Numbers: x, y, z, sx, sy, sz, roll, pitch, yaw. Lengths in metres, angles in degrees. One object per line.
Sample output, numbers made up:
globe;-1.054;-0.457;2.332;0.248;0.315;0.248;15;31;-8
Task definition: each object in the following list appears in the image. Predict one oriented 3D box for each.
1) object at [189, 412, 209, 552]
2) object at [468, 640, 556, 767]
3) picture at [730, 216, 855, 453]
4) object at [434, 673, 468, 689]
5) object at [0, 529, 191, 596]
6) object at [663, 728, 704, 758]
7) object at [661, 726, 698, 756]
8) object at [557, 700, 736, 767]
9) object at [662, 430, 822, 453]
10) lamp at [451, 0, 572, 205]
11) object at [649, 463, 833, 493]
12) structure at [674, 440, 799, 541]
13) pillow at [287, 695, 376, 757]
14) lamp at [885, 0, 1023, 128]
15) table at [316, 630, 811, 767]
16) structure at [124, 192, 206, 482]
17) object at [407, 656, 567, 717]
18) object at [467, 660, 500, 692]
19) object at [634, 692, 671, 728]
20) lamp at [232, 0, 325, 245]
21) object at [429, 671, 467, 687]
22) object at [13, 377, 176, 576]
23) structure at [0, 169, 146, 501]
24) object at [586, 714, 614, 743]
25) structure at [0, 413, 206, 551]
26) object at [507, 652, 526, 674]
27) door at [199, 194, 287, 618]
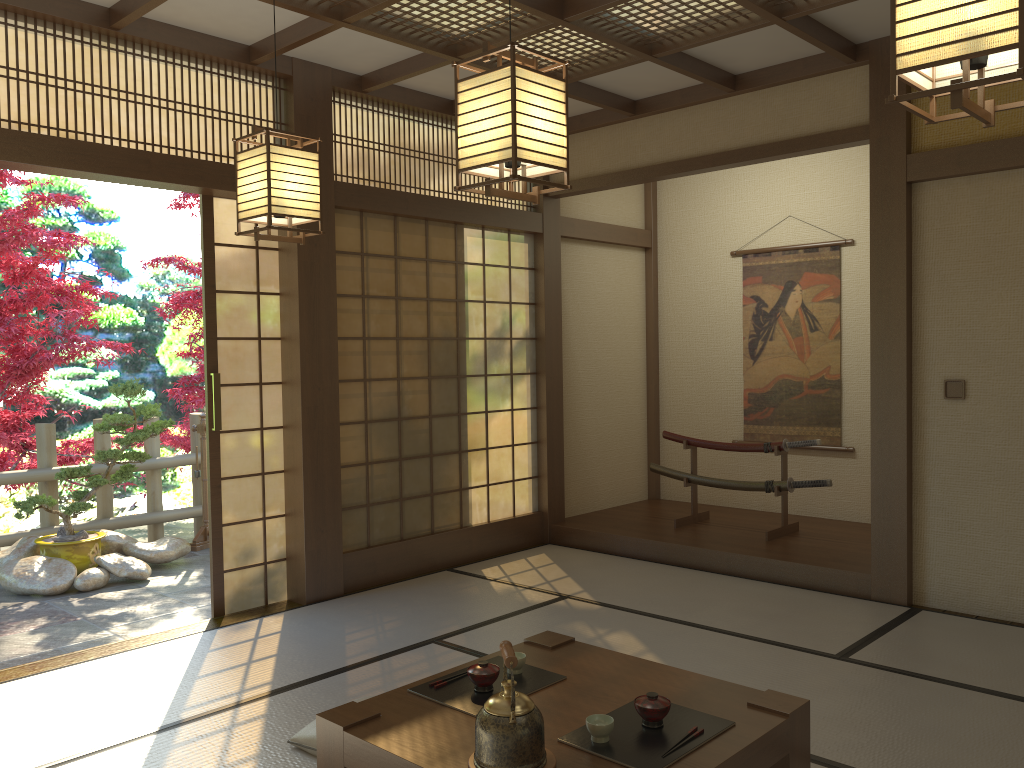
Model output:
object;-2.042;0.747;6.829;1.045;1.061;0.368;0;2;22
object;-0.005;0.797;2.195;0.226;0.296;0.219;0;2;38
picture;2.057;-0.382;6.569;0.952;1.725;0.038;1;3;43
object;-0.171;0.918;2.771;0.008;0.008;0.200;1;2;39
object;-2.903;1.187;6.148;1.147;0.276;1.260;1;2;39
object;0.442;0.924;2.284;0.008;0.008;0.200;1;2;41
object;0.434;0.923;2.295;0.008;0.008;0.200;0;2;37
object;0.364;0.929;2.372;0.300;0.007;0.400;1;3;43
object;1.533;0.401;6.024;1.186;0.121;0.086;1;3;45
lamp;-0.006;-1.067;2.416;0.240;1.129;0.240;1;3;43
object;1.521;0.652;6.050;1.369;0.144;0.100;1;3;45
structure;1.537;0.700;6.097;0.712;0.604;0.446;1;3;43
pillow;-0.452;1.226;3.145;0.486;0.107;0.496;0;2;37
lamp;0.842;-1.055;1.618;0.240;1.129;0.240;1;3;43
table;0.154;1.096;2.535;1.000;0.350;1.000;1;3;43
structure;-2.155;-0.659;9.191;3.045;4.004;3.412;-3;3;-44
object;-0.073;0.925;2.736;0.300;0.007;0.400;1;3;43
object;-0.086;0.880;2.680;0.100;0.080;0.100;1;3;43
object;0.382;0.881;2.408;0.100;0.080;0.100;1;3;43
lamp;-0.854;-1.078;3.215;0.240;1.129;0.240;1;3;43
object;-0.183;0.918;2.784;0.008;0.008;0.200;1;3;44
object;-2.883;0.633;6.180;1.032;1.362;0.586;-2;2;-21
structure;-4.544;-0.532;6.534;3.412;4.004;3.045;-1;2;-14
object;0.230;0.904;2.321;0.074;0.052;0.073;-1;2;-4
structure;-3.373;0.838;6.588;0.245;1.136;7.456;1;3;43
object;0.009;0.891;2.825;0.074;0.052;0.073;-1;2;-4
door;-0.945;0.102;5.353;0.073;2.380;1.894;1;3;43
